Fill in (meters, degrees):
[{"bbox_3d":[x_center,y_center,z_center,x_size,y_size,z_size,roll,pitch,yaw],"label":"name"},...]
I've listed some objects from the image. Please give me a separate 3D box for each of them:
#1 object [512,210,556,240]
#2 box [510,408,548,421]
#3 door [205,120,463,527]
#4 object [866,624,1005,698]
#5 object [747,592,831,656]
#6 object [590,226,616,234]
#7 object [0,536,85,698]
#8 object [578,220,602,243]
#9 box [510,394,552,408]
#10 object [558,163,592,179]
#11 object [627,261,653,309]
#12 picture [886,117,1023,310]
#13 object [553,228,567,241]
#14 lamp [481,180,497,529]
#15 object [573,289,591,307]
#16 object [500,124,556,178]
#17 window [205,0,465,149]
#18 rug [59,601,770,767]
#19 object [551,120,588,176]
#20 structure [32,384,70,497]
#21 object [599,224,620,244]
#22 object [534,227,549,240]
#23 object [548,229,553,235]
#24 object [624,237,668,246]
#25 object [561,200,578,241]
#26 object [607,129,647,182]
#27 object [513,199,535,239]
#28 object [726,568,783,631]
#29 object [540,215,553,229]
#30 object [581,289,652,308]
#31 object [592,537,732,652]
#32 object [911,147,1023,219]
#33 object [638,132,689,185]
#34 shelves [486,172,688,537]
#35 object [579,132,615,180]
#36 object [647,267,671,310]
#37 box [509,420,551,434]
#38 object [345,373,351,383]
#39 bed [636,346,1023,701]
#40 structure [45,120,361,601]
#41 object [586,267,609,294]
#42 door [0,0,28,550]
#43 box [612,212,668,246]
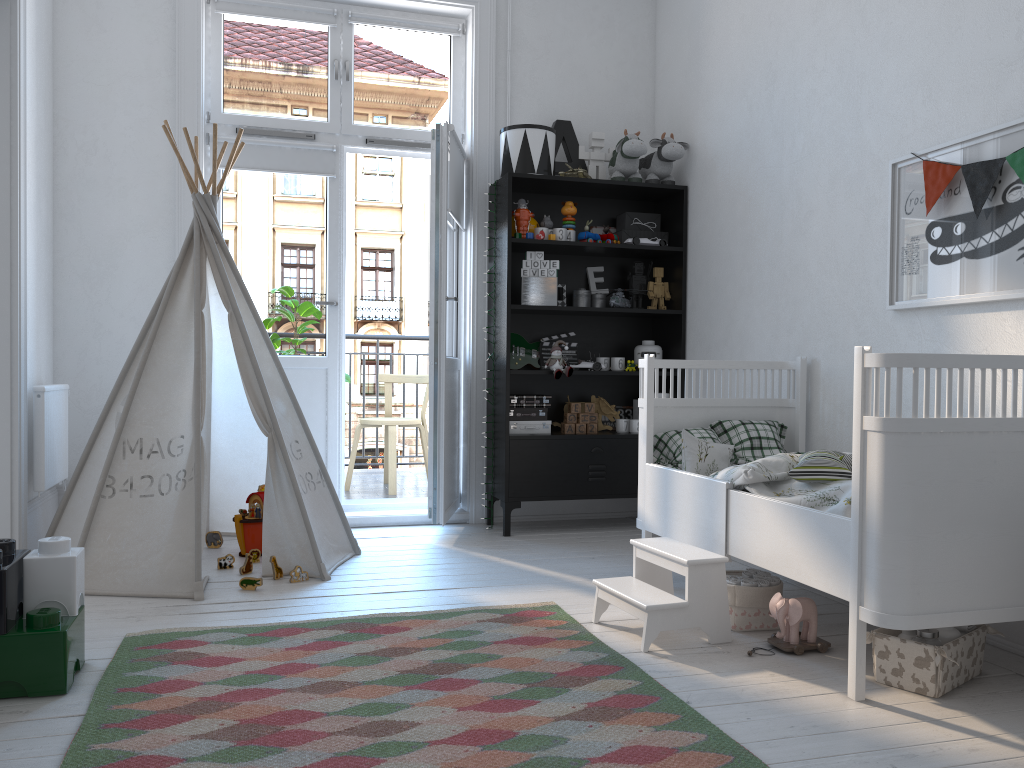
[{"bbox_3d":[0.069,-0.771,4.266,0.197,0.197,0.318,0,1,-20],"label":"object"},{"bbox_3d":[0.046,0.144,4.302,0.215,0.062,0.179,0,1,-16],"label":"box"},{"bbox_3d":[-0.792,-0.280,4.140,1.264,1.839,0.636,0,1,-15],"label":"door"},{"bbox_3d":[1.059,0.662,2.243,0.360,0.163,0.242,0,1,-41],"label":"object"},{"bbox_3d":[0.754,0.663,2.462,0.254,0.152,0.125,0,1,-17],"label":"object"},{"bbox_3d":[0.570,-0.741,4.571,0.347,0.132,0.037,0,1,-16],"label":"object"},{"bbox_3d":[-1.183,0.551,2.136,0.246,0.332,0.246,0,1,-16],"label":"object"},{"bbox_3d":[0.379,-0.733,4.309,0.121,0.126,0.087,0,1,-39],"label":"object"},{"bbox_3d":[0.064,0.083,4.307,0.215,0.062,0.179,0,1,-16],"label":"box"},{"bbox_3d":[0.304,-1.020,4.281,0.121,0.100,0.338,1,1,19],"label":"object"},{"bbox_3d":[0.644,-0.494,4.476,0.117,0.259,0.081,0,1,-16],"label":"object"},{"bbox_3d":[1.354,-0.484,2.596,0.030,0.493,0.703,0,1,-16],"label":"picture"},{"bbox_3d":[0.228,-0.705,4.224,0.067,0.067,0.067,0,1,-15],"label":"object"},{"bbox_3d":[0.321,-0.137,4.422,0.985,1.684,0.095,0,1,-19],"label":"lamp"},{"bbox_3d":[0.351,-0.423,4.459,0.095,0.110,0.095,0,1,-12],"label":"object"},{"bbox_3d":[0.088,-1.103,4.329,0.272,0.259,0.395,1,1,12],"label":"object"},{"bbox_3d":[-0.839,-1.533,4.351,1.263,0.660,0.101,0,1,-16],"label":"window"},{"bbox_3d":[-0.207,0.731,1.764,1.320,0.016,2.028,0,1,-16],"label":"rug"},{"bbox_3d":[0.252,-1.145,4.454,0.343,0.344,0.057,0,1,-16],"label":"object"},{"bbox_3d":[-1.863,0.232,3.613,0.075,0.460,0.635,0,1,-20],"label":"structure"},{"bbox_3d":[0.472,-0.733,4.380,0.122,0.112,0.087,2,2,44],"label":"object"},{"bbox_3d":[0.140,-0.705,4.214,0.067,0.067,0.067,0,1,-15],"label":"object"},{"bbox_3d":[0.179,-0.706,4.271,0.067,0.067,0.067,0,1,-42],"label":"object"},{"bbox_3d":[0.654,-0.692,4.342,0.230,0.048,0.098,0,1,-26],"label":"object"},{"bbox_3d":[0.275,-0.778,4.277,0.077,0.213,0.077,1,1,17],"label":"object"},{"bbox_3d":[0.554,-1.091,4.340,0.154,0.253,0.370,0,1,-8],"label":"object"},{"bbox_3d":[0.056,-0.774,4.189,0.105,0.203,0.072,0,1,-9],"label":"object"},{"bbox_3d":[0.719,0.660,2.733,0.215,0.148,0.240,0,1,-9],"label":"object"},{"bbox_3d":[0.172,-0.754,4.375,0.063,0.160,0.063,0,2,-38],"label":"object"},{"bbox_3d":[0.529,-0.417,4.390,0.368,0.106,0.349,0,1,-15],"label":"object"},{"bbox_3d":[0.438,0.609,2.619,0.288,0.246,0.332,0,1,-21],"label":"object"},{"bbox_3d":[1.398,-0.679,2.434,0.058,0.415,0.904,0,1,-17],"label":"object"},{"bbox_3d":[0.699,-1.090,4.387,0.211,0.253,0.386,0,1,-33],"label":"object"},{"bbox_3d":[0.364,-0.133,4.368,0.911,1.678,0.353,0,1,-16],"label":"shelves"},{"bbox_3d":[0.426,-1.116,4.474,0.190,0.290,0.065,0,1,-11],"label":"object"},{"bbox_3d":[0.734,-0.473,4.438,0.114,0.221,0.052,0,1,-17],"label":"object"},{"bbox_3d":[0.063,0.206,4.309,0.215,0.062,0.179,0,1,-16],"label":"box"},{"bbox_3d":[-1.323,0.032,5.348,0.720,1.225,0.489,0,1,-6],"label":"object"},{"bbox_3d":[0.959,0.320,2.734,0.670,0.833,1.403,0,1,-16],"label":"bed"},{"bbox_3d":[-1.201,-0.164,3.468,1.143,1.750,1.143,0,2,-41],"label":"structure"},{"bbox_3d":[0.436,-0.527,4.526,0.107,0.151,0.055,0,1,-16],"label":"object"},{"bbox_3d":[-1.886,-0.380,2.946,0.505,2.177,1.465,0,1,-32],"label":"door"},{"bbox_3d":[0.650,-0.765,4.484,0.251,0.189,0.179,0,1,-16],"label":"box"}]
